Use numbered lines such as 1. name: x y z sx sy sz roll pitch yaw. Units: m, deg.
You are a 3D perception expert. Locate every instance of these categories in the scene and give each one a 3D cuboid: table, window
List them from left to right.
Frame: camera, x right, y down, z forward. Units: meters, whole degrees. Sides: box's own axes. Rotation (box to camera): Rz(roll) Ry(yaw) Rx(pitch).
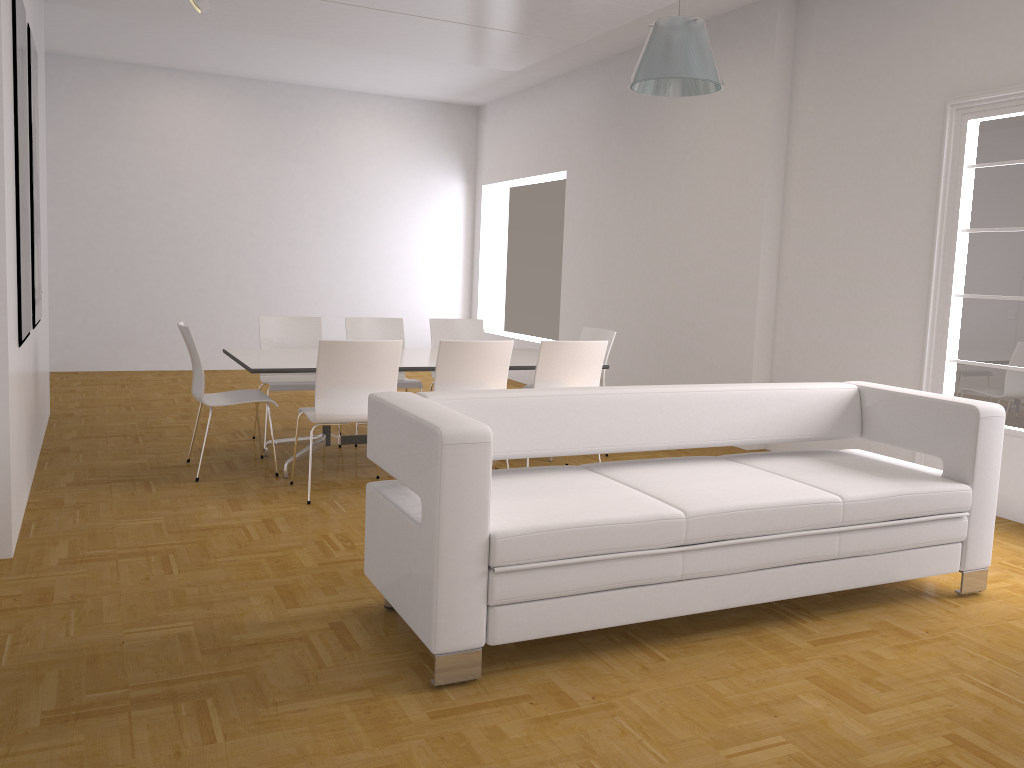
1. table: -0.686 0.168 6.195 2.411 0.720 1.213 -1 8 -25
2. window: 3.455 -0.325 4.233 0.195 2.522 3.358 -1 7 -25

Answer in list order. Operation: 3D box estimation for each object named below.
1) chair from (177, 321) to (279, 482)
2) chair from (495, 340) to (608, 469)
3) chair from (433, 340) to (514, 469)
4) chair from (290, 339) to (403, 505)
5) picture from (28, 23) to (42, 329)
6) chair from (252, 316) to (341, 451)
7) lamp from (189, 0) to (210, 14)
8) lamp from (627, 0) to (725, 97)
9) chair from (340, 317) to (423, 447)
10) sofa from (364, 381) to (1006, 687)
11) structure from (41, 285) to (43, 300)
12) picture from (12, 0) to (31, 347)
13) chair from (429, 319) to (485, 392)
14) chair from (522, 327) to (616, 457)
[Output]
1. chair: -1.818 0.087 5.627 0.575 0.929 0.562 -1 7 -25
2. chair: 0.274 0.158 5.781 0.561 0.929 0.576 -1 7 -25
3. chair: -0.323 0.170 5.498 0.561 0.929 0.576 -1 7 -25
4. chair: -0.957 0.183 5.198 0.561 0.929 0.576 -1 7 -25
5. picture: -3.001 -1.262 5.584 0.016 1.776 0.788 -1 7 -25
6. chair: -1.608 -0.022 6.601 0.561 0.929 0.576 -1 7 -25
7. lamp: -2.075 -2.651 5.889 0.173 0.363 0.167 4 7 17
8. lamp: 0.818 -2.055 4.232 0.464 1.247 0.465 -1 7 -26
9. chair: -1.011 -0.034 6.884 0.561 0.929 0.576 -1 7 -25
10. sofa: 0.780 0.475 3.672 2.623 0.847 0.824 -1 7 -25
11. structure: -3.367 -0.655 6.355 0.013 0.104 0.114 -1 7 -25
12. picture: -2.515 -1.112 4.558 0.013 1.776 0.788 -1 7 -25
13. chair: -0.377 -0.046 7.184 0.561 0.929 0.576 -1 7 -25
14. chair: 0.430 0.049 6.692 0.575 0.929 0.562 -1 7 -25
